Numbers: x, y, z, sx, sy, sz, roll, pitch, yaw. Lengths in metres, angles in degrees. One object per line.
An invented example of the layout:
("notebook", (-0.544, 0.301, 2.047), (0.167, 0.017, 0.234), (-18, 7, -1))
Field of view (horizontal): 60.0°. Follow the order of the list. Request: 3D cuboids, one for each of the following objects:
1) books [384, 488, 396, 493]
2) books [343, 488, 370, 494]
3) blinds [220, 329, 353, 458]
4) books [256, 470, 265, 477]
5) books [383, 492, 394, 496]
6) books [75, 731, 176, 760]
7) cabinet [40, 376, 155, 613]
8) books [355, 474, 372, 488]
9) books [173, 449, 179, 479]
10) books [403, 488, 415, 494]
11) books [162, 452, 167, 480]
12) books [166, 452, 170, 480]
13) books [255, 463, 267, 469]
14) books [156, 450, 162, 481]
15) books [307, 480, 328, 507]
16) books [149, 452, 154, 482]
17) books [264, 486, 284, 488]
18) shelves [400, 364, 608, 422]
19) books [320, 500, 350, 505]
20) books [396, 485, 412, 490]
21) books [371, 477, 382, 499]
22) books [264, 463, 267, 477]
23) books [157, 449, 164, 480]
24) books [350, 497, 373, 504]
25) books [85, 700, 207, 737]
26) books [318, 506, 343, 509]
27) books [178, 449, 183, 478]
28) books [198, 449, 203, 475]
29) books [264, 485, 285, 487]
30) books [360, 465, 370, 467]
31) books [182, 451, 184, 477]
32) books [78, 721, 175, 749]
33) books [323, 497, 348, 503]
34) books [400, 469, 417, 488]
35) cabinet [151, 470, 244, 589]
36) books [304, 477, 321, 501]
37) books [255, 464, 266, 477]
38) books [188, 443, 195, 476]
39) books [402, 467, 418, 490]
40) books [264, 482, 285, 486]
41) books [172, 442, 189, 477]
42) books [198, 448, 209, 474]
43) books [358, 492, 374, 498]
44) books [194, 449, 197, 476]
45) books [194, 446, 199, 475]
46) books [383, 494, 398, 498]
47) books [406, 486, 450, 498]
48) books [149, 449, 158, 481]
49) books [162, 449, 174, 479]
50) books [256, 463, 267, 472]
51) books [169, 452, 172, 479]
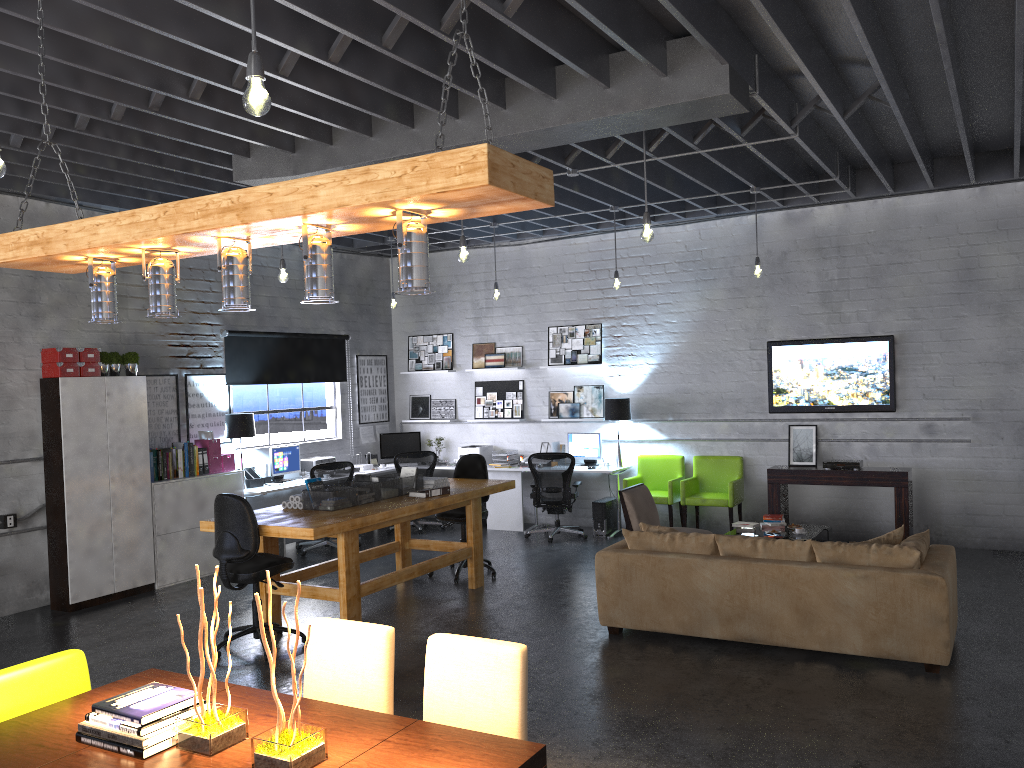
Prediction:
("books", (-1.127, 0.915, 7.603), (0.248, 0.021, 0.176), (-2, 0, 29))
("books", (-1.299, 0.886, 7.305), (0.232, 0.027, 0.184), (-2, 0, 1))
("blinds", (-2.645, 0.180, 10.746), (0.100, 1.632, 2.118), (-1, 1, 29))
("books", (-2.850, 1.061, 10.056), (0.134, 0.176, 0.020), (-1, 1, 30))
("books", (-1.126, 0.935, 7.604), (0.248, 0.021, 0.176), (-2, 0, 29))
("books", (-1.192, 1.132, 2.912), (0.324, 0.035, 0.305), (-2, 0, 29))
("cabinet", (-3.780, 0.960, 8.133), (0.291, 2.048, 0.872), (-1, 1, 29))
("books", (-1.243, 0.865, 7.477), (0.158, 0.214, 0.063), (-1, 1, 29))
("books", (-3.419, 0.796, 8.877), (0.170, 0.293, 0.057), (-1, 1, 29))
("books", (-1.001, 0.939, 7.797), (0.249, 0.031, 0.184), (-2, 0, 31))
("books", (-3.485, 0.808, 8.768), (0.167, 0.275, 0.037), (-1, 1, 29))
("books", (-3.461, 0.811, 8.793), (0.161, 0.266, 0.026), (-1, 2, 29))
("books", (-2.860, 1.028, 10.093), (0.173, 0.243, 0.026), (-1, 1, 29))
("books", (-3.512, 0.796, 8.702), (0.182, 0.302, 0.034), (-1, 2, 29))
("books", (-1.538, 0.880, 7.056), (0.097, 0.209, 0.157), (-1, 1, 29))
("books", (-3.560, 0.806, 8.615), (0.174, 0.286, 0.045), (-1, 1, 29))
("books", (-2.652, 1.141, 9.886), (0.158, 0.012, 0.213), (-2, 0, -36))
("shelves", (-0.171, 0.140, 11.630), (3.024, 0.694, 0.199), (-2, 1, 29))
("books", (-1.393, 0.941, 7.008), (0.141, 0.021, 0.203), (-2, 0, 31))
("books", (-1.012, 0.913, 7.795), (0.233, 0.022, 0.184), (-2, 0, 27))
("books", (-1.168, 0.876, 7.471), (0.143, 0.188, 0.061), (-1, 1, 29))
("books", (-2.860, 1.026, 10.102), (0.175, 0.245, 0.026), (-1, 1, 29))
("books", (-3.515, 0.796, 8.743), (0.182, 0.302, 0.034), (-1, 2, 29))
("books", (-1.288, 0.959, 7.304), (0.250, 0.031, 0.185), (-2, 0, 26))
("books", (-1.194, 1.076, 2.911), (0.282, 0.026, 0.266), (-2, 0, 32))
("books", (-1.396, 0.966, 7.009), (0.155, 0.029, 0.225), (-2, 0, 29))
("books", (-3.391, 0.798, 8.920), (0.174, 0.286, 0.045), (-1, 1, 29))
("books", (-3.286, 0.804, 9.163), (0.219, 0.267, 0.060), (-1, 1, 34))
("books", (-2.654, 1.129, 9.890), (0.158, 0.012, 0.209), (-2, 1, -37))
("books", (-1.994, 1.060, 11.561), (0.297, 0.006, 0.210), (-2, 0, 29))
("books", (-3.378, 0.807, 8.954), (0.161, 0.266, 0.027), (-1, 2, 29))
("books", (-1.199, 1.102, 2.901), (0.315, 0.026, 0.270), (-2, 0, 30))
("books", (-1.400, 0.920, 7.005), (0.127, 0.022, 0.181), (-2, 0, 24))
("books", (-0.937, 0.859, 7.922), (0.158, 0.200, 0.082), (-1, 1, 29))
("cabinet", (-3.338, 1.451, 9.096), (0.465, 1.021, 1.151), (-1, 1, 29))
("books", (-1.560, 0.868, 7.085), (0.108, 0.234, 0.166), (-1, 1, 29))
("books", (-2.863, 1.028, 10.090), (0.172, 0.243, 0.026), (-1, 1, 30))
("books", (-3.333, 0.769, 9.044), (0.197, 0.339, 0.065), (-1, 1, 29))
("books", (-0.919, 0.851, 7.948), (0.171, 0.210, 0.046), (-1, 1, 29))
("books", (-2.648, 1.118, 9.891), (0.170, 0.010, 0.212), (-2, 0, -34))
("books", (-3.360, 0.766, 8.989), (0.176, 0.346, 0.052), (-1, 2, 29))
("books", (-3.257, 0.801, 9.215), (0.220, 0.271, 0.082), (-1, 1, 29))
("books", (-1.287, 0.910, 7.303), (0.250, 0.022, 0.205), (-2, 0, 34))
("books", (-3.300, 0.804, 9.081), (0.161, 0.266, 0.026), (-1, 2, 29))
("books", (-3.284, 0.787, 9.101), (0.159, 0.298, 0.026), (-1, 2, 29))
("books", (-1.125, 0.956, 7.604), (0.248, 0.021, 0.176), (-2, 0, 30))
("books", (-0.721, 0.921, 7.609), (0.244, 0.067, 0.298), (-2, 1, 39))
("books", (-3.555, 0.794, 8.672), (0.180, 0.310, 0.060), (-1, 1, 29))
("books", (-3.441, 0.794, 8.841), (0.159, 0.298, 0.026), (-1, 2, 29))
("books", (-2.862, 1.026, 10.099), (0.175, 0.245, 0.026), (-1, 1, 29))
("books", (-3.446, 0.811, 8.815), (0.161, 0.266, 0.027), (-1, 2, 29))
